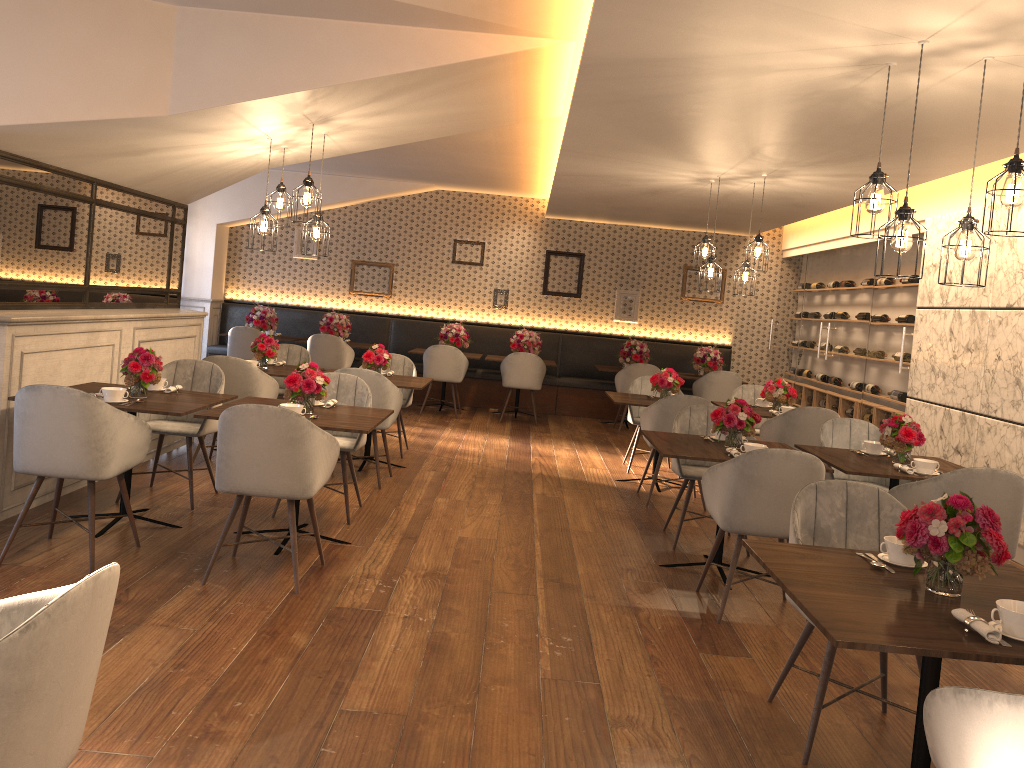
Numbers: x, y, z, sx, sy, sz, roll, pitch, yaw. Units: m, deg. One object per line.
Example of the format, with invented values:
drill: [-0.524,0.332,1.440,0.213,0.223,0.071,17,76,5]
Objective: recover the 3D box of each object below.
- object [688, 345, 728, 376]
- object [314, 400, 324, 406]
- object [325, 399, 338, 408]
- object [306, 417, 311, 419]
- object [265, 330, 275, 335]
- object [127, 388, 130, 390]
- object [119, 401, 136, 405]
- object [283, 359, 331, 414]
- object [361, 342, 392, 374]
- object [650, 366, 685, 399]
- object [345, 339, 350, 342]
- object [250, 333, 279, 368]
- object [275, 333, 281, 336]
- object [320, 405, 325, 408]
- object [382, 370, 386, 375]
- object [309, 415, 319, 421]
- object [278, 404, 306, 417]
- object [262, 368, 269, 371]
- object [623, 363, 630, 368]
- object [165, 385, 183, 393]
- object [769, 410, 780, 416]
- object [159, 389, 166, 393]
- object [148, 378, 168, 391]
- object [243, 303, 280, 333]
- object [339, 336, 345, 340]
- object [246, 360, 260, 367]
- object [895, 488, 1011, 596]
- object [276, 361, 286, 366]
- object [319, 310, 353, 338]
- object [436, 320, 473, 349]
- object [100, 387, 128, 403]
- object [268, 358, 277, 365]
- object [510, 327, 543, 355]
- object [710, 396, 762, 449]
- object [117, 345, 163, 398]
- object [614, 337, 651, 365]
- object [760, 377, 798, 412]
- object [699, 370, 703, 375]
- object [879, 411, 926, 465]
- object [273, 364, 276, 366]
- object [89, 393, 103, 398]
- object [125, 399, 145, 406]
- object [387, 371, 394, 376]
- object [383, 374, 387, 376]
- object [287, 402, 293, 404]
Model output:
object: [2.502,-0.297,11.310,0.407,0.424,0.419,9,5,44]
object: [-1.190,0.090,5.273,0.148,0.072,0.149,2,5,-32]
object: [-1.078,0.117,5.272,0.056,0.039,0.176,5,5,0]
object: [-1.088,0.187,4.690,0.022,0.004,0.211,5,5,0]
object: [-3.218,-0.684,11.751,0.148,0.072,0.149,1,6,-42]
object: [-2.246,0.022,5.267,0.043,0.015,0.198,5,5,-3]
object: [-2.029,0.099,4.702,0.022,0.004,0.211,5,5,0]
object: [-1.134,0.011,4.924,0.234,0.301,0.305,6,4,20]
object: [-1.100,-0.196,7.244,0.234,0.301,0.305,6,4,20]
object: [1.330,-0.005,7.587,0.304,0.301,0.235,4,3,-22]
object: [-2.183,-0.571,11.740,0.056,0.039,0.176,5,5,0]
object: [-2.035,-0.282,7.243,0.234,0.301,0.306,4,4,-24]
object: [-3.106,-0.657,11.751,0.056,0.039,0.176,5,5,0]
object: [-1.113,0.122,5.263,0.025,0.024,0.193,5,5,0]
object: [-1.155,-0.118,7.593,0.148,0.072,0.149,2,5,-32]
object: [-1.060,0.184,4.683,0.043,0.015,0.198,6,5,4]
object: [-1.163,0.147,4.664,0.148,0.072,0.149,2,5,-32]
object: [-1.967,-0.111,7.014,0.043,0.015,0.198,6,5,4]
object: [1.538,-0.243,11.695,0.148,0.072,0.149,1,6,-42]
object: [-2.019,0.030,5.283,0.056,0.039,0.176,5,5,0]
object: [2.146,0.233,7.248,0.056,0.039,0.176,5,5,0]
object: [-2.054,0.034,5.274,0.025,0.024,0.193,5,5,0]
object: [-2.131,0.002,5.284,0.148,0.072,0.149,2,5,-32]
object: [-3.210,-0.824,11.370,0.407,0.424,0.419,8,5,43]
object: [-2.295,-0.598,11.740,0.148,0.072,0.149,1,6,-42]
object: [-2.070,-0.147,6.995,0.148,0.072,0.149,2,5,-32]
object: [1.255,0.447,2.534,0.306,0.301,0.234,8,4,33]
object: [-1.985,-0.178,7.603,0.056,0.039,0.176,5,5,0]
object: [-2.265,-0.737,11.354,0.419,0.424,0.407,5,4,-11]
object: [-0.748,-0.604,11.425,0.407,0.424,0.419,9,5,44]
object: [-2.104,0.060,4.675,0.148,0.072,0.149,2,5,-32]
object: [-2.096,-0.205,7.604,0.148,0.072,0.149,2,5,-32]
object: [0.178,-0.511,11.314,0.420,0.424,0.406,5,3,3]
object: [1.294,0.216,5.110,0.304,0.301,0.235,4,3,-22]
object: [-2.069,-0.075,4.923,0.234,0.301,0.306,4,4,-24]
object: [1.567,-0.383,11.310,0.407,0.424,0.419,8,5,43]
object: [2.275,0.085,7.545,0.306,0.301,0.234,7,3,22]
object: [2.536,-0.151,11.683,0.149,0.072,0.148,9,6,43]
object: [2.242,0.307,5.069,0.234,0.301,0.306,5,4,2]
object: [-2.020,-0.173,7.594,0.025,0.024,0.193,5,5,0]
object: [-2.219,0.067,4.677,0.056,0.039,0.176,5,5,0]
object: [-2.001,0.097,4.694,0.043,0.015,0.198,6,5,4]
object: [-1.043,-0.090,7.592,0.056,0.039,0.176,5,5,0]
object: [-1.079,-0.086,7.583,0.025,0.024,0.193,5,5,0]
object: [-1.305,0.110,5.256,0.043,0.015,0.198,5,5,-3]
